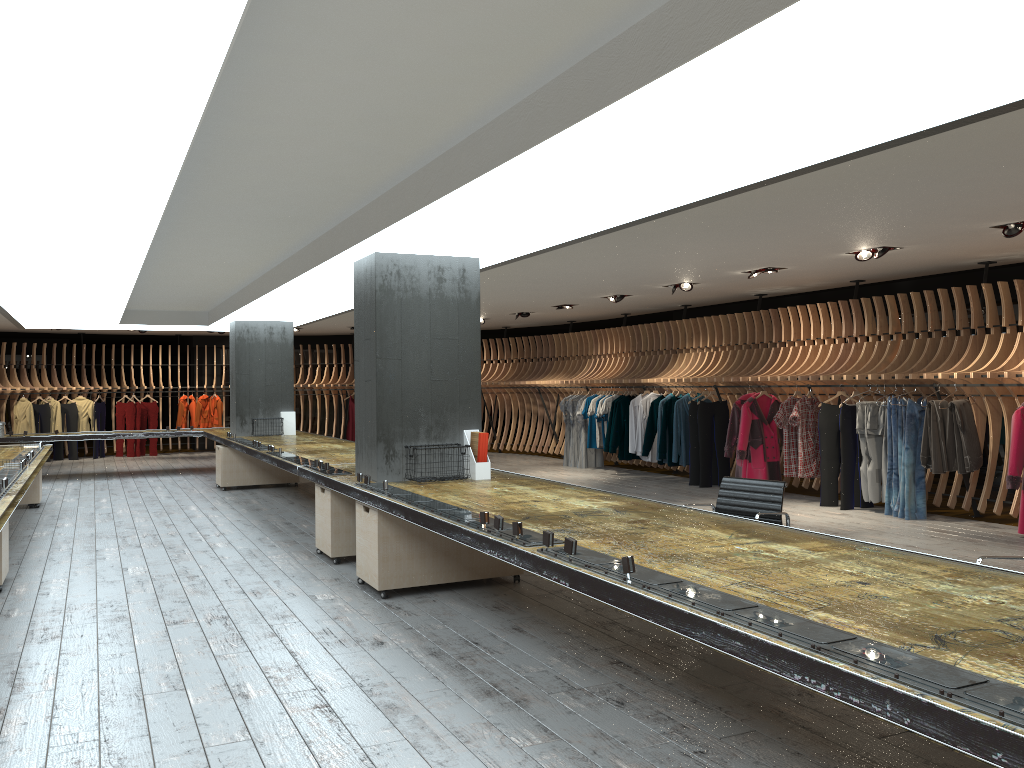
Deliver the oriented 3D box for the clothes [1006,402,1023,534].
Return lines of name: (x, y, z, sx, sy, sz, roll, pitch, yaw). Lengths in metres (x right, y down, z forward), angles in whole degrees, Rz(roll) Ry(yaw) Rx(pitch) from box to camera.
clothes: (4.990, 0.749, 8.239, 0.840, 1.312, 0.321, -1, -1, -6)

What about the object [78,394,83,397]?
object: (-9.296, 0.305, 19.109, 0.525, 0.270, 0.012, -1, -1, 0)

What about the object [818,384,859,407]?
object: (3.908, 0.138, 10.515, 0.525, 0.270, 0.012, -1, -1, 15)

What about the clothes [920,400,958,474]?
clothes: (4.463, 0.552, 9.276, 0.278, 0.767, 0.263, 0, -1, -18)

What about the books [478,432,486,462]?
books: (-0.270, 0.570, 7.116, 0.048, 0.368, 0.215, 0, -1, -25)

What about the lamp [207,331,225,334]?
lamp: (-6.428, -1.228, 19.279, 0.492, 0.298, 0.269, -1, -1, -17)

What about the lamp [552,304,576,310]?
lamp: (0.867, -1.323, 14.571, 0.269, 0.294, 0.492, 0, 0, -25)

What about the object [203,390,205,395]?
object: (-7.058, 0.281, 20.331, 0.012, 0.270, 0.525, -1, 0, 5)

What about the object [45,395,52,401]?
object: (-9.752, 0.313, 18.695, 0.525, 0.270, 0.012, -1, -1, 20)

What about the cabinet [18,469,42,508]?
cabinet: (-6.615, 1.263, 11.247, 1.131, 0.630, 0.593, -1, -1, -25)

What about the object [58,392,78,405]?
object: (-9.521, 0.309, 18.896, 0.525, 0.270, 0.012, -1, -1, 0)

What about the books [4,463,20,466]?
books: (-4.879, 0.786, 8.670, 0.155, 0.025, 0.110, -1, 0, -30)

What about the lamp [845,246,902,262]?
lamp: (3.595, -1.366, 8.806, 0.269, 0.284, 0.492, 0, 0, -25)

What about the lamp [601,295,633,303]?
lamp: (1.549, -1.337, 13.130, 0.269, 0.286, 0.492, 0, 0, -25)

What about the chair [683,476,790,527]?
chair: (1.367, 1.046, 5.561, 0.693, 0.860, 0.667, -1, -1, 41)

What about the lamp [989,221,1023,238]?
lamp: (4.277, -1.373, 7.364, 0.269, 0.291, 0.492, 0, 0, -25)

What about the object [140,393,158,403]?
object: (-8.161, 0.293, 19.864, 0.525, 0.270, 0.012, -1, -1, 15)

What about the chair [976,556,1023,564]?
chair: (2.262, 1.034, 3.687, 0.667, 0.860, 0.693, 0, -1, -29)

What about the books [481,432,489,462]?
books: (-0.251, 0.570, 7.125, 0.048, 0.368, 0.215, 0, -1, -25)

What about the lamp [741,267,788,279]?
lamp: (2.913, -1.351, 10.247, 0.269, 0.296, 0.492, 0, 0, -25)

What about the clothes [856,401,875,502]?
clothes: (4.071, 0.770, 10.123, 0.273, 1.143, 0.170, -1, -1, 7)

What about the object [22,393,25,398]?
object: (-10.093, 0.316, 18.318, 0.525, 0.270, 0.012, -1, -1, 30)

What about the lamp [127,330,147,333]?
lamp: (-7.879, -1.212, 18.649, 0.492, 0.296, 0.269, 0, -1, -32)

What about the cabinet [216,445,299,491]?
cabinet: (-3.822, 1.231, 13.326, 1.131, 0.630, 0.593, -1, -1, -25)

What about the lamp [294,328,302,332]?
lamp: (-4.845, -1.250, 19.417, 0.492, 0.292, 0.269, -1, -1, 7)

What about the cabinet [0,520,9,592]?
cabinet: (-4.386, 1.231, 6.543, 1.131, 0.630, 0.593, -1, -1, -25)

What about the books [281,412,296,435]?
books: (-3.497, 0.620, 13.881, 0.215, 0.368, 0.073, 0, -1, -25)

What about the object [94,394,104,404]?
object: (-8.996, 0.300, 19.340, 0.012, 0.270, 0.525, -1, 0, 0)

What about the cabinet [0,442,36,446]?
cabinet: (-8.196, 1.285, 14.594, 0.593, 0.630, 1.131, 0, 0, -25)

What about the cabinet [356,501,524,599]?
cabinet: (-0.543, 1.185, 6.683, 1.131, 0.630, 0.593, -1, -1, -25)

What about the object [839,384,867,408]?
object: (4.007, 0.137, 10.326, 0.525, 0.270, 0.012, -1, -1, -25)

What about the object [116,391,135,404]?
object: (-8.558, 0.297, 19.642, 0.525, 0.270, 0.012, -1, -1, 20)

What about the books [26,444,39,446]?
books: (-6.330, 0.806, 11.720, 0.155, 0.025, 0.110, -1, 0, -30)

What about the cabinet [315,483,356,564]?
cabinet: (-1.122, 1.193, 7.906, 1.131, 0.630, 0.593, -1, -1, -25)

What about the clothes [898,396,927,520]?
clothes: (4.340, 0.902, 9.529, 0.373, 1.537, 0.312, 0, -1, -14)

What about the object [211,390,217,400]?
object: (-6.839, 0.278, 20.396, 0.525, 0.270, 0.012, -1, -1, 45)

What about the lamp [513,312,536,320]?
lamp: (0.182, -1.315, 16.011, 0.269, 0.291, 0.492, 0, 0, -30)

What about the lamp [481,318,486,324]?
lamp: (-0.682, -1.305, 17.348, 0.269, 0.287, 0.492, 0, -1, -45)

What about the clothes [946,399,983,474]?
clothes: (4.648, 0.543, 9.172, 0.336, 0.776, 0.254, -1, -1, -10)

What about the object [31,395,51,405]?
object: (-9.883, 0.313, 18.546, 0.525, 0.270, 0.012, -1, -1, 10)

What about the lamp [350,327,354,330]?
lamp: (-3.289, -1.268, 19.108, 0.492, 0.294, 0.269, -1, -1, 20)

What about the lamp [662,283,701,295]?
lamp: (2.231, -1.339, 11.688, 0.269, 0.301, 0.492, 0, 0, -25)

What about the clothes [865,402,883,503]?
clothes: (4.105, 0.768, 10.021, 0.278, 1.141, 0.172, 0, -1, -18)

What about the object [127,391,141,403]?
object: (-8.413, 0.296, 19.724, 0.525, 0.270, 0.012, -1, -1, 35)

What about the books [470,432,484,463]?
books: (-0.290, 0.570, 7.107, 0.048, 0.368, 0.215, 0, -1, -25)
